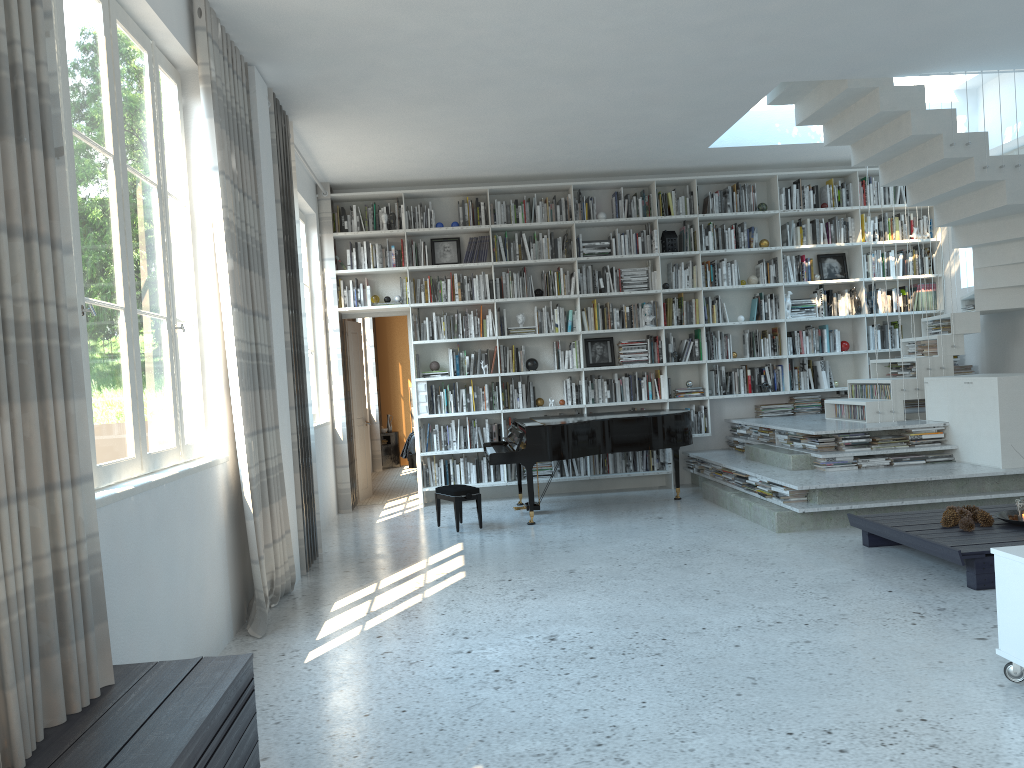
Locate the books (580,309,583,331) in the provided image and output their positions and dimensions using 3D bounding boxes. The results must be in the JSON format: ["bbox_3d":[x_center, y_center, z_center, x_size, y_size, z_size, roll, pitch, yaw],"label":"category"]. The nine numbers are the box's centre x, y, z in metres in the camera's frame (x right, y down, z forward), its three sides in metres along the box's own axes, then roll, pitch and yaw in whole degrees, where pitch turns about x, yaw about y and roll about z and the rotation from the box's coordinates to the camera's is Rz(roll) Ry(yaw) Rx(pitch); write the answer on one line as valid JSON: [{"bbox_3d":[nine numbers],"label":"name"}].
[{"bbox_3d":[0.701,-0.646,9.076,0.011,0.235,0.142,-4,1,-4],"label":"books"}]

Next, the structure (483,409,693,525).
[{"bbox_3d":[0.733,0.709,7.967,1.918,0.833,1.334,-4,1,-4],"label":"structure"}]

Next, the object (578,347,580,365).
[{"bbox_3d":[0.679,-0.267,9.089,0.017,0.216,0.103,-4,1,-4],"label":"object"}]

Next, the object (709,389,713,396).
[{"bbox_3d":[2.034,0.086,9.146,0.071,0.072,0.071,-3,1,45],"label":"object"}]

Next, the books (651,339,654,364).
[{"bbox_3d":[1.427,-0.335,9.124,0.013,0.256,0.162,-4,1,-4],"label":"books"}]

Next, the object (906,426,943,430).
[{"bbox_3d":[3.313,0.341,7.193,0.284,0.030,0.177,-4,0,-4],"label":"object"}]

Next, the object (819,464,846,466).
[{"bbox_3d":[2.556,0.634,7.038,0.204,0.004,0.140,-4,0,-1],"label":"object"}]

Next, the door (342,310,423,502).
[{"bbox_3d":[-1.415,0.256,9.482,0.834,1.981,0.786,-4,1,-4],"label":"door"}]

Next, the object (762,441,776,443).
[{"bbox_3d":[2.445,0.533,8.260,0.145,0.010,0.266,-4,0,-8],"label":"object"}]

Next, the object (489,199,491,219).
[{"bbox_3d":[-0.227,-1.717,8.986,0.012,0.285,0.159,-4,1,-4],"label":"object"}]

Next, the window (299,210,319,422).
[{"bbox_3d":[-1.848,-0.626,7.566,0.073,2.009,1.982,-4,1,-4],"label":"window"}]

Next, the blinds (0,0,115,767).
[{"bbox_3d":[-1.267,-0.343,2.234,0.132,3.262,0.722,-4,1,-5],"label":"blinds"}]

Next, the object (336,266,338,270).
[{"bbox_3d":[-1.772,-1.256,8.867,0.035,0.295,0.176,-4,1,-4],"label":"object"}]

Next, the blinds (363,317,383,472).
[{"bbox_3d":[-2.044,-0.362,12.983,0.140,3.232,0.776,-4,1,-4],"label":"blinds"}]

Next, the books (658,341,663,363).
[{"bbox_3d":[1.508,-0.326,9.106,0.034,0.229,0.199,-4,1,-4],"label":"books"}]

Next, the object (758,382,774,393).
[{"bbox_3d":[2.588,0.033,9.036,0.160,0.114,0.064,-4,1,-16],"label":"object"}]

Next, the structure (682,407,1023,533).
[{"bbox_3d":[3.205,0.648,7.836,2.899,0.659,3.112,-4,0,-4],"label":"structure"}]

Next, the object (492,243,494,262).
[{"bbox_3d":[-0.202,-1.335,8.993,0.012,0.254,0.161,-4,1,-4],"label":"object"}]

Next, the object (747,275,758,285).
[{"bbox_3d":[2.490,-1.067,9.175,0.111,0.113,0.111,-4,1,-26],"label":"object"}]

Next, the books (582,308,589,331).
[{"bbox_3d":[0.752,-0.653,9.066,0.042,0.242,0.162,-4,1,-4],"label":"books"}]

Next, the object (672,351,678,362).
[{"bbox_3d":[1.653,-0.276,8.974,0.054,0.113,0.079,-4,1,-5],"label":"object"}]

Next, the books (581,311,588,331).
[{"bbox_3d":[0.735,-0.635,9.054,0.053,0.209,0.156,-4,1,-4],"label":"books"}]

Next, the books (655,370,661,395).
[{"bbox_3d":[1.505,0.005,9.136,0.011,0.300,0.149,-4,1,-4],"label":"books"}]

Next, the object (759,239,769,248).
[{"bbox_3d":[2.586,-1.435,9.094,0.100,0.102,0.100,-4,1,-26],"label":"object"}]

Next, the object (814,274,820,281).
[{"bbox_3d":[3.148,-1.099,9.194,0.091,0.092,0.091,-3,1,45],"label":"object"}]

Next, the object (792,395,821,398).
[{"bbox_3d":[3.048,0.128,9.236,0.285,0.005,0.159,-4,0,1],"label":"object"}]

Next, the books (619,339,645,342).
[{"bbox_3d":[1.230,-0.442,9.101,0.254,0.012,0.161,-4,0,0],"label":"books"}]

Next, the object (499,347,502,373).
[{"bbox_3d":[-0.123,-0.243,9.028,0.012,0.270,0.130,-4,1,-4],"label":"object"}]

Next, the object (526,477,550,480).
[{"bbox_3d":[0.264,0.956,9.057,0.254,0.007,0.161,-4,0,-1],"label":"object"}]

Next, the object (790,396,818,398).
[{"bbox_3d":[3.048,0.133,9.245,0.254,0.006,0.161,-4,0,-3],"label":"object"}]

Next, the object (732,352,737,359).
[{"bbox_3d":[2.290,-0.297,9.163,0.071,0.072,0.071,-3,1,45],"label":"object"}]

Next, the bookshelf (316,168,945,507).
[{"bbox_3d":[1.310,-0.476,9.047,6.296,3.143,0.330,-4,1,-4],"label":"bookshelf"}]

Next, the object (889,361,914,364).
[{"bbox_3d":[3.636,-0.202,8.274,0.161,0.025,0.174,-4,0,0],"label":"object"}]

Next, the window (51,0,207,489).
[{"bbox_3d":[-18.351,-6.980,11.705,32.803,18.544,18.527,-4,1,0],"label":"window"}]

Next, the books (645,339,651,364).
[{"bbox_3d":[1.393,-0.331,9.113,0.012,0.254,0.161,-4,1,-4],"label":"books"}]

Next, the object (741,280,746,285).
[{"bbox_3d":[2.379,-1.038,9.144,0.068,0.068,0.068,-4,1,-26],"label":"object"}]

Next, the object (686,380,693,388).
[{"bbox_3d":[1.810,0.000,9.049,0.071,0.072,0.071,-3,1,45],"label":"object"}]

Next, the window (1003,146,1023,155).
[{"bbox_3d":[4.730,-1.578,8.267,0.042,1.226,1.117,-4,1,-4],"label":"window"}]

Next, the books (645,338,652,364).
[{"bbox_3d":[1.405,-0.335,9.111,0.011,0.261,0.184,-4,1,-4],"label":"books"}]

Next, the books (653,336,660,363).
[{"bbox_3d":[1.483,-0.350,9.114,0.011,0.279,0.186,-4,1,-4],"label":"books"}]

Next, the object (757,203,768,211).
[{"bbox_3d":[2.563,-1.803,9.081,0.104,0.105,0.104,-3,1,45],"label":"object"}]

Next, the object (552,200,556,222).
[{"bbox_3d":[0.427,-1.739,9.029,0.010,0.247,0.157,-4,1,-4],"label":"object"}]

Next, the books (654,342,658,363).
[{"bbox_3d":[1.468,-0.318,9.131,0.021,0.217,0.132,-4,1,-4],"label":"books"}]

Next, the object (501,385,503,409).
[{"bbox_3d":[-0.110,0.131,9.023,0.012,0.254,0.161,-4,1,-4],"label":"object"}]

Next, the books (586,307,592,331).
[{"bbox_3d":[0.785,-0.658,9.078,0.026,0.248,0.139,-4,1,-4],"label":"books"}]

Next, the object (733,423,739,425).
[{"bbox_3d":[2.385,0.400,9.138,0.131,0.025,0.290,-4,0,-2],"label":"object"}]

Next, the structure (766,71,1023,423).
[{"bbox_3d":[3.262,-1.050,7.430,2.613,3.383,1.954,-4,1,-4],"label":"structure"}]

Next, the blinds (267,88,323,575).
[{"bbox_3d":[-1.566,-0.338,6.238,0.140,3.232,0.776,-4,1,-4],"label":"blinds"}]

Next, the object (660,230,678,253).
[{"bbox_3d":[1.605,-1.446,9.040,0.135,0.248,0.135,-4,1,-14],"label":"object"}]

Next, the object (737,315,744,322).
[{"bbox_3d":[2.356,-0.670,9.126,0.071,0.072,0.071,-3,1,45],"label":"object"}]

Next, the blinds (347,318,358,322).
[{"bbox_3d":[-1.847,-0.352,10.198,0.140,3.232,0.776,-4,1,-4],"label":"blinds"}]

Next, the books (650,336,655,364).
[{"bbox_3d":[1.438,-0.351,9.123,0.011,0.288,0.152,-4,1,-4],"label":"books"}]

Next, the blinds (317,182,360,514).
[{"bbox_3d":[-1.763,-0.348,9.023,0.140,3.232,0.776,-4,1,-4],"label":"blinds"}]

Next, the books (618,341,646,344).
[{"bbox_3d":[1.231,-0.429,9.103,0.254,0.012,0.161,-4,0,-7],"label":"books"}]

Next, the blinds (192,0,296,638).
[{"bbox_3d":[-1.468,-0.352,4.909,0.183,3.262,1.025,-4,1,-5],"label":"blinds"}]

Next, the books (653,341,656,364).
[{"bbox_3d":[1.451,-0.324,9.131,0.013,0.232,0.134,-4,1,-4],"label":"books"}]

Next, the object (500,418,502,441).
[{"bbox_3d":[-0.112,0.487,9.049,0.017,0.290,0.089,-4,1,-4],"label":"object"}]

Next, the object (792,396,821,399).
[{"bbox_3d":[3.048,0.139,9.248,0.285,0.005,0.159,-4,0,-4],"label":"object"}]

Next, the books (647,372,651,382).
[{"bbox_3d":[1.415,0.019,9.139,0.010,0.284,0.132,-4,1,-4],"label":"books"}]
